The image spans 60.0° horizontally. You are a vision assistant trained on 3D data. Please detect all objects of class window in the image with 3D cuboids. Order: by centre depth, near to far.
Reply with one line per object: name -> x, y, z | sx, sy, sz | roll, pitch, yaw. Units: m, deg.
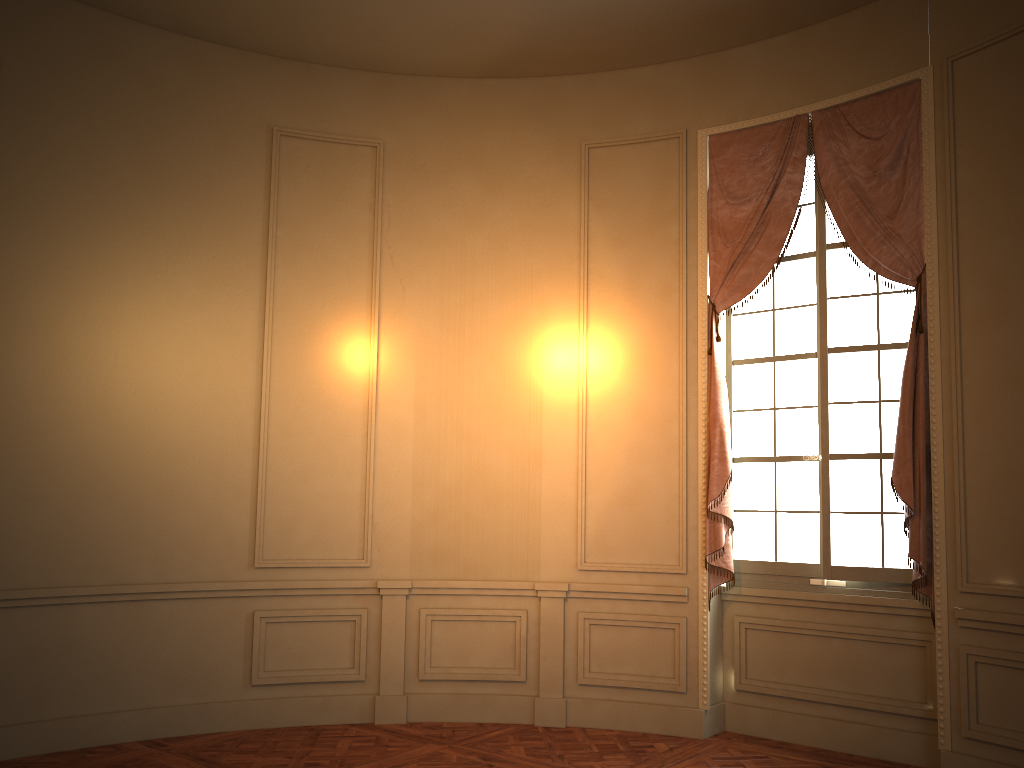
window -> 1.843, -0.193, 5.263 | 1.281, 2.828, 0.157 | -4, -7, 39

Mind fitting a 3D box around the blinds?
blinds -> 1.701, -0.153, 5.072 | 1.304, 2.967, 0.293 | -3, -7, 38
